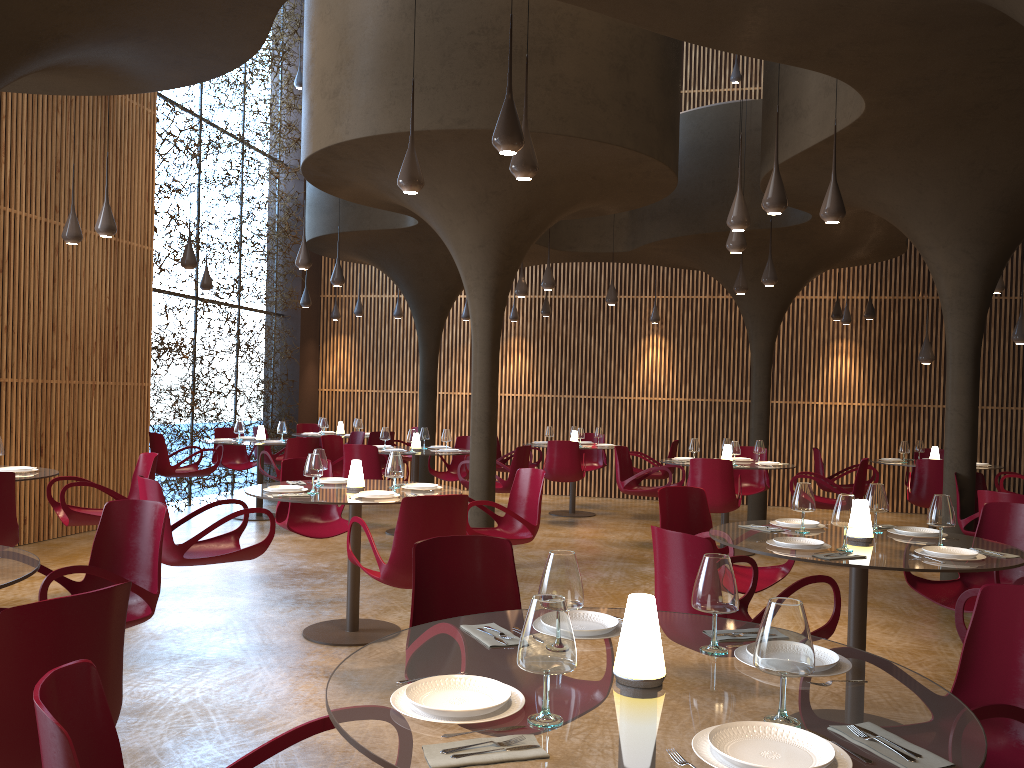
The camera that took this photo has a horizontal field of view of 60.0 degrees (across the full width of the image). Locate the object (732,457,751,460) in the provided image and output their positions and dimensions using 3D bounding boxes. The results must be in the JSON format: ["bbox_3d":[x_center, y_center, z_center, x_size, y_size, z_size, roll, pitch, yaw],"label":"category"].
[{"bbox_3d":[3.004,0.989,11.648,0.263,0.029,0.263,1,-1,14],"label":"object"}]

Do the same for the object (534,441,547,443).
[{"bbox_3d":[0.490,0.961,14.517,0.263,0.029,0.263,2,-1,-42],"label":"object"}]

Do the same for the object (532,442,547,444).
[{"bbox_3d":[0.490,0.970,14.517,0.331,0.014,0.332,1,-1,26],"label":"object"}]

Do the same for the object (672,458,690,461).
[{"bbox_3d":[2.221,0.974,11.401,0.331,0.014,0.332,1,-1,39],"label":"object"}]

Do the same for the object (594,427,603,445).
[{"bbox_3d":[1.415,0.858,14.488,0.142,0.295,0.142,1,1,-35],"label":"object"}]

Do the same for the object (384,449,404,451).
[{"bbox_3d":[-1.533,0.865,11.553,0.263,0.029,0.263,1,-1,21],"label":"object"}]

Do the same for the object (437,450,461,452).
[{"bbox_3d":[-0.837,0.897,11.836,0.331,0.014,0.332,1,-1,43],"label":"object"}]

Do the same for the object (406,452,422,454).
[{"bbox_3d":[-1.274,0.886,11.398,0.126,0.017,0.262,1,-1,27],"label":"object"}]

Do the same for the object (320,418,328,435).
[{"bbox_3d":[-3.248,0.743,15.327,0.142,0.295,0.142,2,0,11],"label":"object"}]

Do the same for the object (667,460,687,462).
[{"bbox_3d":[2.058,0.973,11.146,0.262,0.017,0.126,1,-1,29],"label":"object"}]

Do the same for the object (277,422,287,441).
[{"bbox_3d":[-3.352,0.707,12.920,0.142,0.295,0.142,2,1,28],"label":"object"}]

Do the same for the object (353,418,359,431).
[{"bbox_3d":[-2.790,0.764,15.947,0.142,0.295,0.142,2,1,30],"label":"object"}]

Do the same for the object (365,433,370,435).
[{"bbox_3d":[-2.562,0.897,15.926,0.263,0.029,0.263,1,-1,15],"label":"object"}]

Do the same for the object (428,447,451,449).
[{"bbox_3d":[-1.017,0.901,12.495,0.332,0.014,0.332,2,-1,-5],"label":"object"}]

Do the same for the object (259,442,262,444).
[{"bbox_3d":[-3.420,0.840,12.694,0.411,0.012,0.204,2,-1,-31],"label":"object"}]

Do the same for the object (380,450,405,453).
[{"bbox_3d":[-1.538,0.875,11.554,0.410,0.012,0.204,1,-1,23],"label":"object"}]

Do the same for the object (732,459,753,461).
[{"bbox_3d":[3.003,0.999,11.648,0.332,0.014,0.332,2,-1,-5],"label":"object"}]

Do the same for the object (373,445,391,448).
[{"bbox_3d":[-1.799,0.867,12.248,0.263,0.029,0.263,1,-1,13],"label":"object"}]

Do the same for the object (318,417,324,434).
[{"bbox_3d":[-3.406,0.746,15.873,0.142,0.295,0.142,2,0,13],"label":"object"}]

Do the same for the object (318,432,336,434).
[{"bbox_3d":[-3.364,0.888,16.103,0.332,0.014,0.332,1,-1,5],"label":"object"}]

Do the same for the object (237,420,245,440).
[{"bbox_3d":[-4.086,0.692,13.305,0.142,0.295,0.142,2,1,24],"label":"object"}]

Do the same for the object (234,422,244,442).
[{"bbox_3d":[-3.928,0.689,12.759,0.142,0.295,0.142,2,0,11],"label":"object"}]

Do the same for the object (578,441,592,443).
[{"bbox_3d":[1.218,0.986,14.896,0.263,0.029,0.263,1,-1,23],"label":"object"}]

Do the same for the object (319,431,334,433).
[{"bbox_3d":[-3.363,0.878,16.103,0.263,0.029,0.263,2,-1,-34],"label":"object"}]

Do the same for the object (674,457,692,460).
[{"bbox_3d":[2.221,0.964,11.401,0.263,0.029,0.263,1,-1,20],"label":"object"}]

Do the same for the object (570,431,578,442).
[{"bbox_3d":[1.012,0.877,14.407,0.142,0.232,0.144,2,0,-3],"label":"object"}]

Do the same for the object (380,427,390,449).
[{"bbox_3d":[-1.721,0.739,12.025,0.142,0.295,0.142,1,1,-39],"label":"object"}]

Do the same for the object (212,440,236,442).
[{"bbox_3d":[-4.161,0.820,12.800,0.332,0.014,0.332,2,-1,-7],"label":"object"}]

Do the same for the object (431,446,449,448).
[{"bbox_3d":[-1.016,0.892,12.495,0.263,0.029,0.263,1,-1,14],"label":"object"}]

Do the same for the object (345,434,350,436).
[{"bbox_3d":[-2.736,0.883,15.265,0.263,0.029,0.263,1,-1,5],"label":"object"}]

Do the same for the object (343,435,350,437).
[{"bbox_3d":[-2.736,0.893,15.265,0.331,0.014,0.332,1,-1,31],"label":"object"}]

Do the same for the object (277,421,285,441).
[{"bbox_3d":[-3.471,0.710,13.379,0.142,0.295,0.142,1,1,-38],"label":"object"}]

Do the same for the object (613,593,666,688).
[{"bbox_3d":[0.350,0.692,2.413,0.144,0.232,0.142,2,0,30],"label":"object"}]

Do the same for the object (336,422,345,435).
[{"bbox_3d":[-3.032,0.785,15.685,0.144,0.232,0.142,1,0,-13],"label":"object"}]

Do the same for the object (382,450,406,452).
[{"bbox_3d":[-1.534,0.874,11.553,0.332,0.014,0.332,1,-1,5],"label":"object"}]

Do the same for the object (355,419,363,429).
[{"bbox_3d":[-2.671,0.761,15.488,0.142,0.295,0.142,1,1,-28],"label":"object"}]

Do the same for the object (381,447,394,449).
[{"bbox_3d":[-1.799,0.877,12.248,0.331,0.014,0.332,1,-1,39],"label":"object"}]

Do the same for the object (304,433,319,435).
[{"bbox_3d":[-3.481,0.865,15.368,0.263,0.029,0.263,2,-1,0],"label":"object"}]

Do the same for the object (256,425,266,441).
[{"bbox_3d":[-3.713,0.731,13.117,0.142,0.232,0.144,1,0,-23],"label":"object"}]

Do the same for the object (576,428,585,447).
[{"bbox_3d":[1.077,0.842,13.994,0.142,0.295,0.142,2,0,5],"label":"object"}]

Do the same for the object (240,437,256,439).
[{"bbox_3d":[-4.043,0.824,13.535,0.263,0.029,0.263,2,-1,-40],"label":"object"}]

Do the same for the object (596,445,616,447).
[{"bbox_3d":[1.509,0.995,14.278,0.331,0.014,0.332,1,-1,36],"label":"object"}]

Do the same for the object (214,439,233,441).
[{"bbox_3d":[-4.161,0.811,12.800,0.263,0.029,0.263,2,-1,-16],"label":"object"}]

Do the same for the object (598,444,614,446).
[{"bbox_3d":[1.509,0.985,14.278,0.263,0.029,0.263,2,-1,-9],"label":"object"}]

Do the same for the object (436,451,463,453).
[{"bbox_3d":[-0.839,0.898,11.832,0.204,0.012,0.411,1,-1,29],"label":"object"}]

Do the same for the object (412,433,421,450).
[{"bbox_3d":[-1.304,0.781,12.050,0.142,0.232,0.144,1,0,-33],"label":"object"}]

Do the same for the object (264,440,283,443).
[{"bbox_3d":[-3.416,0.829,12.697,0.263,0.029,0.263,2,-1,-27],"label":"object"}]

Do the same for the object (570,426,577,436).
[{"bbox_3d":[1.029,0.851,14.763,0.142,0.295,0.142,2,0,12],"label":"object"}]

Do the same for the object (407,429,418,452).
[{"bbox_3d":[-1.311,0.745,11.631,0.142,0.295,0.142,2,0,4],"label":"object"}]

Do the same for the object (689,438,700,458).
[{"bbox_3d":[2.299,0.836,11.178,0.142,0.295,0.142,1,1,-39],"label":"object"}]

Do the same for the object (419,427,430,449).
[{"bbox_3d":[-1.225,0.757,12.397,0.142,0.295,0.142,2,0,0],"label":"object"}]

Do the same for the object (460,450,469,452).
[{"bbox_3d":[-0.658,0.913,12.080,0.262,0.017,0.126,1,-1,33],"label":"object"}]

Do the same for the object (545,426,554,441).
[{"bbox_3d":[0.605,0.834,14.310,0.142,0.295,0.142,1,0,-16],"label":"object"}]

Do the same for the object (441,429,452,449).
[{"bbox_3d":[-0.893,0.762,12.059,0.142,0.295,0.142,1,0,-13],"label":"object"}]

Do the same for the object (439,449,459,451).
[{"bbox_3d":[-0.837,0.888,11.836,0.263,0.029,0.263,1,-1,36],"label":"object"}]

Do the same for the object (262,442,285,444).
[{"bbox_3d":[-3.417,0.839,12.697,0.332,0.014,0.332,1,-1,21],"label":"object"}]

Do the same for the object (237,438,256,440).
[{"bbox_3d":[-4.044,0.834,13.535,0.332,0.014,0.332,1,-1,5],"label":"object"}]
